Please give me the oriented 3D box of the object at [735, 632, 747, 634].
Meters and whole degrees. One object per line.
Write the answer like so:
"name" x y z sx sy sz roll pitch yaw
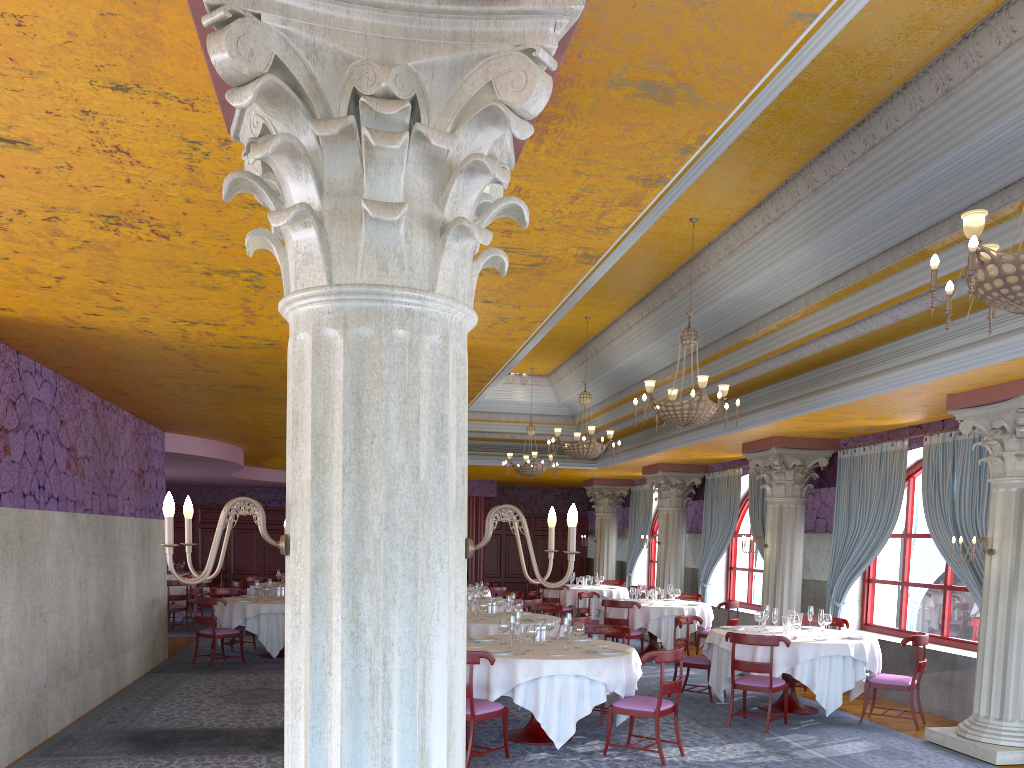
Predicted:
"object" 2.813 3.071 10.547 0.158 0.009 0.160 0 -10 9

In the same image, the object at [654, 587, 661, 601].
"object" 2.697 3.908 15.919 0.122 0.268 0.121 0 2 -19

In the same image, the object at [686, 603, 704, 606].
"object" 3.224 3.894 15.118 0.313 0.024 0.316 3 -10 -10

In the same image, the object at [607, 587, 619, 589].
"object" 2.349 4.718 19.802 0.313 0.024 0.316 3 -10 -10

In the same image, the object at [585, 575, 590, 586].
"object" 1.821 4.732 20.604 0.122 0.268 0.121 0 2 -19

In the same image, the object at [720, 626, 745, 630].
"object" 2.863 3.167 11.117 0.313 0.024 0.316 3 -10 -10

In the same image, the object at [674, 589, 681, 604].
"object" 2.978 3.827 15.431 0.122 0.268 0.121 -1 3 -42

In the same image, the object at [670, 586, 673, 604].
"object" 2.833 3.752 15.232 0.073 0.340 0.073 3 5 26

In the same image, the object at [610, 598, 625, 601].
"object" 1.956 4.021 15.973 0.315 0.024 0.314 10 -13 -40

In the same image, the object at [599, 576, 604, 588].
"object" 2.102 4.651 20.116 0.122 0.268 0.121 1 2 3

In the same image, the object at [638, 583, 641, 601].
"object" 2.354 3.850 15.831 0.073 0.340 0.073 -3 6 -42

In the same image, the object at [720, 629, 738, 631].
"object" 2.774 3.133 10.926 0.257 0.020 0.055 -7 -12 38

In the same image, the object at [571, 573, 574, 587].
"object" 1.416 4.575 19.977 0.073 0.340 0.073 3 5 26

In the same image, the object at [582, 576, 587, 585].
"object" 1.713 4.662 20.303 0.144 0.214 0.071 1 3 -30

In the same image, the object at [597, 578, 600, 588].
"object" 2.022 4.647 20.031 0.085 0.240 0.084 -1 4 -30

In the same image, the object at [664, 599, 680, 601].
"object" 3.020 4.081 16.178 0.313 0.024 0.316 3 -10 -10

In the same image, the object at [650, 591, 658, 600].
"object" 2.589 3.838 15.619 0.144 0.214 0.071 1 3 -30

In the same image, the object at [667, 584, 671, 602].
"object" 2.894 3.850 15.771 0.074 0.340 0.072 0 5 -19

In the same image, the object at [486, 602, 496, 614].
"object" -0.294 3.147 12.117 0.144 0.214 0.071 1 3 -30

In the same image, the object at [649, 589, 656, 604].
"object" 2.488 3.766 15.150 0.122 0.268 0.121 -1 3 -42

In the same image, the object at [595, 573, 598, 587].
"object" 2.019 4.674 20.455 0.073 0.340 0.073 3 5 26

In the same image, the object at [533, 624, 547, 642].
"object" 0.294 2.594 8.974 0.144 0.214 0.071 1 3 -30

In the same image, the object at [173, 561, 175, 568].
"object" -8.850 4.792 22.400 0.074 0.340 0.072 0 5 -19

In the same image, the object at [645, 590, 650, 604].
"object" 2.402 3.792 15.231 0.085 0.240 0.084 2 3 14

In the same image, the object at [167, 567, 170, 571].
"object" -9.094 4.878 22.787 0.144 0.214 0.071 1 3 -30

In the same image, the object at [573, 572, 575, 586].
"object" 1.478 4.674 20.516 0.073 0.340 0.073 3 5 26

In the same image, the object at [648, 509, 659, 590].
"object" 3.963 3.770 20.458 0.160 2.562 3.583 0 -5 -11

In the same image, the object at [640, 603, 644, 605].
"object" 2.160 3.835 14.913 0.313 0.024 0.316 3 -10 -10

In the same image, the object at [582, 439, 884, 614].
"object" 4.643 2.702 13.043 2.094 3.604 29.382 1 -10 -10

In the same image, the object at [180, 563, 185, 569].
"object" -8.705 4.867 22.599 0.122 0.268 0.121 1 2 3

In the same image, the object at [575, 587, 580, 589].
"object" 1.476 4.649 19.509 0.054 0.020 0.259 -5 -12 38

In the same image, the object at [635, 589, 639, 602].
"object" 2.287 3.878 15.725 0.086 0.240 0.084 1 3 -8

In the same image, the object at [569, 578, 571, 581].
"object" 1.331 4.671 20.323 0.122 0.268 0.121 1 2 3

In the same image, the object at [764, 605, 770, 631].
"object" 3.261 2.996 10.976 0.073 0.340 0.073 3 5 26

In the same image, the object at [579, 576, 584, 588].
"object" 1.612 4.590 19.835 0.122 0.268 0.121 -1 3 -42

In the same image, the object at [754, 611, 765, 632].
"object" 3.115 2.993 10.783 0.122 0.268 0.121 1 2 3

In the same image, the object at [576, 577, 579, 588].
"object" 1.526 4.616 19.916 0.085 0.240 0.084 -1 4 -30

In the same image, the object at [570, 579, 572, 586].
"object" 1.411 4.702 20.410 0.085 0.240 0.084 -1 4 -30

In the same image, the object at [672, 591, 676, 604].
"object" 2.898 3.823 15.347 0.085 0.240 0.084 -1 4 -30

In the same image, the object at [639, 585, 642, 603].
"object" 2.292 3.751 15.292 0.074 0.340 0.072 1 4 3

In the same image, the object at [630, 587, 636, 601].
"object" 2.207 3.847 15.638 0.122 0.268 0.121 1 2 3

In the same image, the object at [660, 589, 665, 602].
"object" 2.783 3.909 15.841 0.085 0.240 0.084 2 3 14

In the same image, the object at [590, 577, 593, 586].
"object" 1.907 4.733 20.525 0.085 0.240 0.084 2 3 14

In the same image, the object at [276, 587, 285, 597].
"object" -3.929 3.499 14.507 0.144 0.214 0.071 1 3 -30

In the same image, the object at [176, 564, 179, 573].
"object" -8.785 4.863 22.515 0.085 0.240 0.084 -1 4 -30

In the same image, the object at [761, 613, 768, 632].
"object" 3.194 3.024 10.870 0.085 0.240 0.084 -1 4 -30

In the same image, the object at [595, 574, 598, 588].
"object" 1.957 4.576 19.917 0.073 0.340 0.073 3 5 26

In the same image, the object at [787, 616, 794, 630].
"object" 3.496 2.984 10.763 0.144 0.214 0.071 1 3 -30

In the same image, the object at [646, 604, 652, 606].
"object" 2.352 3.825 14.824 0.054 0.020 0.259 -5 -12 38
